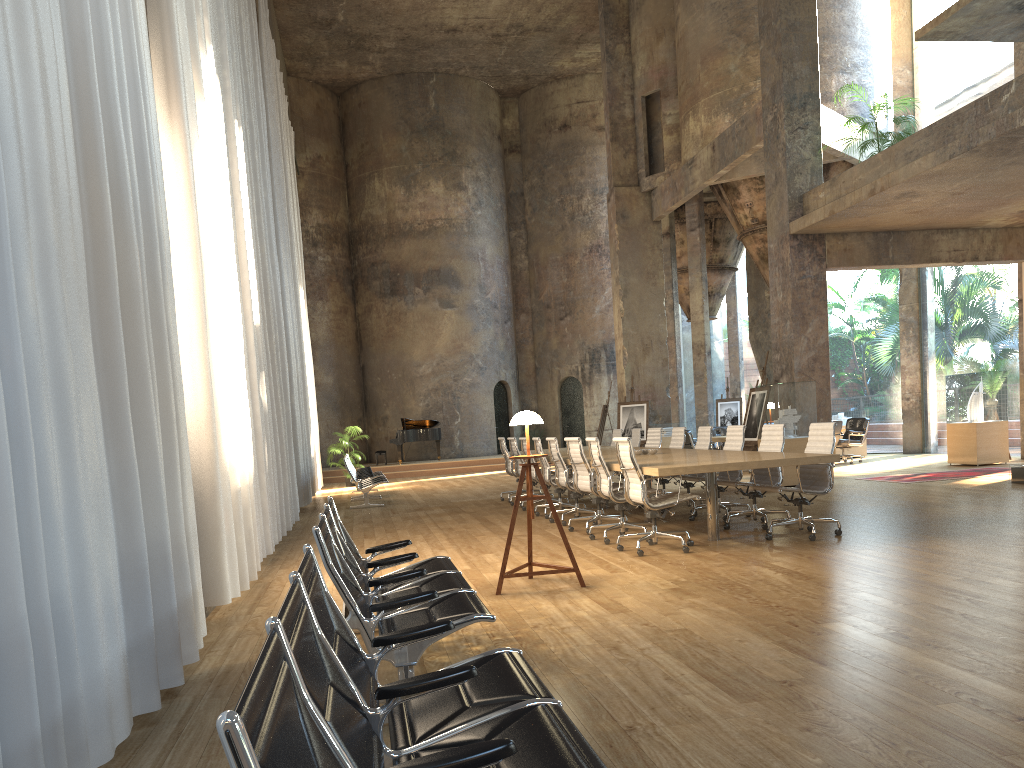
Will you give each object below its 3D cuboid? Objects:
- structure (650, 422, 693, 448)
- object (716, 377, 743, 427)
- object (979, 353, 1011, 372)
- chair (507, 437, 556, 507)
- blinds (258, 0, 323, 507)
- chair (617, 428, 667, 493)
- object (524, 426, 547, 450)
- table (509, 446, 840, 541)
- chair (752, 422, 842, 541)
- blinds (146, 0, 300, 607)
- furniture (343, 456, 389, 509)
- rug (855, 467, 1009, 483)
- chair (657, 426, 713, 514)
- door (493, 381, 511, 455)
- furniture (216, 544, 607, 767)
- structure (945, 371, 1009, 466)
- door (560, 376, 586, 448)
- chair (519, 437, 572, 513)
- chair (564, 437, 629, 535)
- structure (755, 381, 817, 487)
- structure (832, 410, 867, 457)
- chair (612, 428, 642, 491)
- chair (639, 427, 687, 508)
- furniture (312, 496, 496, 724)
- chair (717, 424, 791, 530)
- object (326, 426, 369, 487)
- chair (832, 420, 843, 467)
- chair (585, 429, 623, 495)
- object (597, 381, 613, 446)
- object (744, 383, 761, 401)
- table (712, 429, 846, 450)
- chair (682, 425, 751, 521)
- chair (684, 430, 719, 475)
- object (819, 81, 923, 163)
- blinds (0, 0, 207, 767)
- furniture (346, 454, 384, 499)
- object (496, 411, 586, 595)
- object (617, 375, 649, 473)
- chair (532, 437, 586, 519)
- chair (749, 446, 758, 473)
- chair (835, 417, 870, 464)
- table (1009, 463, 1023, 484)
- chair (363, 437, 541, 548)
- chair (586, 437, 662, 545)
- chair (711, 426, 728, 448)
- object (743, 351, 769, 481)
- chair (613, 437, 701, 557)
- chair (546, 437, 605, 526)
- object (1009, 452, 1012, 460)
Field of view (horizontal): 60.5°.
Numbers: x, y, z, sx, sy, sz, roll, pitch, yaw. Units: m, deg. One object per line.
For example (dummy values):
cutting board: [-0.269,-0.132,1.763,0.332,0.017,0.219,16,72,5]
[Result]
structure: [3.635,1.395,19.986,0.742,1.023,0.731,-4,2,-10]
object: [5.866,0.884,23.727,0.703,2.165,0.676,-2,4,19]
object: [8.357,-0.080,15.381,0.685,0.947,0.857,-5,2,-19]
chair: [0.296,1.281,13.029,0.698,1.034,0.661,-4,3,-6]
blinds: [-4.416,-2.054,18.034,0.274,8.713,7.792,-5,2,-9]
chair: [1.817,1.152,12.492,0.698,1.034,0.662,-4,3,-10]
object: [0.774,1.835,28.121,0.912,0.999,0.901,-4,1,1]
table: [1.328,1.247,11.049,1.598,0.763,7.690,-4,-3,-10]
chair: [2.601,0.881,7.991,0.698,1.034,0.661,-4,3,-4]
blinds: [-2.924,-2.567,9.539,0.274,8.713,7.792,-5,2,-9]
furniture: [-2.560,1.684,15.465,0.707,0.847,1.866,-4,-1,-10]
rug: [6.653,1.368,13.272,2.458,0.009,1.342,-3,-3,-10]
chair: [2.121,1.045,10.708,0.699,1.034,0.661,-4,3,-1]
door: [-0.367,1.049,27.446,0.091,2.316,0.894,0,5,38]
furniture: [-0.157,0.875,2.097,0.707,0.847,1.866,-4,-1,-10]
structure: [7.858,0.593,14.861,0.593,1.560,0.738,-5,4,-10]
door: [1.970,1.077,27.844,0.904,2.654,0.110,-1,6,32]
chair: [0.457,1.227,12.128,0.698,1.034,0.661,-4,3,-4]
chair: [0.936,1.066,9.464,0.698,1.034,0.662,-4,3,-10]
structure: [4.160,0.770,13.307,0.593,1.560,0.738,-5,4,-10]
structure: [7.219,1.117,19.265,0.734,1.023,0.740,-4,2,-10]
chair: [1.661,1.203,13.332,0.699,1.034,0.661,-4,3,-1]
chair: [1.972,1.097,11.574,0.698,1.034,0.661,-4,3,-4]
furniture: [-0.569,1.016,4.443,0.707,0.847,1.866,-4,-1,-10]
chair: [2.439,0.937,8.923,0.698,1.034,0.661,-4,3,-6]
object: [-3.953,1.751,21.192,1.088,1.469,1.125,-5,2,-19]
chair: [5.779,1.151,16.677,0.725,0.900,0.821,-5,2,-36]
chair: [1.477,1.257,14.175,0.698,1.034,0.661,-4,3,-4]
object: [2.207,0.997,20.908,0.686,2.165,0.693,-3,4,16]
object: [6.273,0.412,22.626,0.689,0.947,0.853,-3,2,11]
table: [5.166,1.317,17.279,2.406,0.706,1.101,-4,-1,-10]
chair: [2.279,0.992,9.825,0.698,1.034,0.661,-4,3,-4]
chair: [3.630,1.314,17.024,0.819,0.900,0.727,-4,2,-14]
object: [5.447,-3.517,13.158,1.400,1.824,1.348,-4,2,-4]
blinds: [-1.428,-3.080,1.018,0.274,8.713,7.795,-5,2,-11]
furniture: [-2.972,1.826,17.812,0.707,0.847,1.866,-4,-1,-10]
object: [0.229,0.836,6.349,0.572,1.308,0.651,-2,4,23]
object: [2.636,0.879,19.069,0.703,2.165,0.676,-2,5,22]
chair: [0.614,1.174,11.245,0.699,1.034,0.661,-4,3,-1]
chair: [4.791,1.209,16.479,0.727,0.900,0.819,-4,2,-16]
chair: [6.624,1.134,17.515,0.818,0.900,0.727,-4,2,-15]
table: [6.980,1.141,11.425,0.858,0.248,0.369,-4,0,-10]
chair: [2.935,1.174,14.375,12.928,1.039,31.407,-3,-3,-10]
chair: [1.084,1.015,8.622,0.699,1.034,0.661,-4,3,-1]
chair: [4.435,1.303,17.919,0.729,0.899,0.817,-4,1,-3]
object: [3.967,0.551,14.156,0.683,2.165,0.696,-5,4,-11]
chair: [1.262,0.962,7.778,0.698,1.034,0.661,-4,3,-4]
chair: [0.764,1.122,10.379,0.698,1.034,0.661,-4,3,-4]
object: [8.361,0.876,15.447,0.571,0.980,0.653,-1,4,44]
